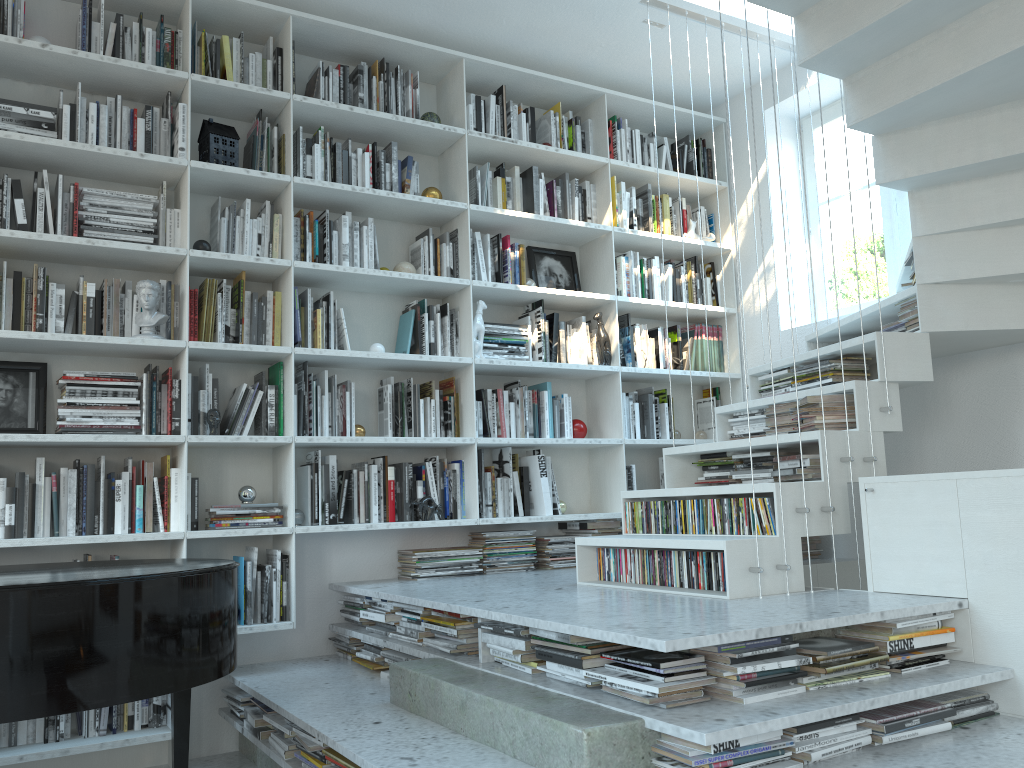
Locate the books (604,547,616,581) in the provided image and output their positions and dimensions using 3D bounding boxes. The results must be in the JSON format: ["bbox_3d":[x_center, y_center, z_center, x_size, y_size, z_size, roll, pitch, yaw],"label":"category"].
[{"bbox_3d":[0.414,0.702,3.467,0.125,0.125,0.007,2,-8,-30],"label":"books"}]

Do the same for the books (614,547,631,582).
[{"bbox_3d":[0.446,0.693,3.413,0.125,0.125,0.008,2,-8,-30],"label":"books"}]

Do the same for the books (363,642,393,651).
[{"bbox_3d":[-0.496,1.047,3.573,0.144,0.009,0.250,2,-9,-26],"label":"books"}]

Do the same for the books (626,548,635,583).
[{"bbox_3d":[0.484,0.683,3.348,0.125,0.125,0.007,2,-8,-30],"label":"books"}]

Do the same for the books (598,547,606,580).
[{"bbox_3d":[0.393,0.708,3.503,0.125,0.125,0.008,2,-8,-30],"label":"books"}]

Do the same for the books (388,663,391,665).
[{"bbox_3d":[-0.341,1.047,3.302,0.161,0.012,0.254,2,-9,-29],"label":"books"}]

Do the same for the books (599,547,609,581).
[{"bbox_3d":[0.397,0.707,3.497,0.125,0.125,0.008,2,-8,-30],"label":"books"}]

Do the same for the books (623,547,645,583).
[{"bbox_3d":[0.476,0.685,3.361,0.125,0.125,0.008,2,-8,-30],"label":"books"}]

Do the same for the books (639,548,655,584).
[{"bbox_3d":[0.523,0.672,3.281,0.125,0.125,0.008,2,-8,-30],"label":"books"}]

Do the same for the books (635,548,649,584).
[{"bbox_3d":[0.511,0.676,3.301,0.125,0.125,0.008,2,-8,-30],"label":"books"}]

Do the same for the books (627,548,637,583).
[{"bbox_3d":[0.488,0.682,3.341,0.125,0.125,0.008,2,-8,-30],"label":"books"}]

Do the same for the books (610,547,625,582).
[{"bbox_3d":[0.434,0.697,3.433,0.125,0.125,0.009,2,-8,-30],"label":"books"}]

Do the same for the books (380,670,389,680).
[{"bbox_3d":[-0.357,1.080,3.287,0.189,0.028,0.202,3,-10,-35],"label":"books"}]

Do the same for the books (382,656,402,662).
[{"bbox_3d":[-0.350,1.019,3.301,0.178,0.009,0.277,2,-9,-29],"label":"books"}]

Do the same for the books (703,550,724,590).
[{"bbox_3d":[0.696,0.625,2.985,0.125,0.125,0.008,2,-8,-30],"label":"books"}]

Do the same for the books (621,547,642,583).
[{"bbox_3d":[0.469,0.687,3.373,0.125,0.125,0.007,2,-8,-30],"label":"books"}]

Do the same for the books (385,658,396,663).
[{"bbox_3d":[-0.345,1.032,3.301,0.156,0.017,0.263,3,-10,-34],"label":"books"}]

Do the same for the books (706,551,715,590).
[{"bbox_3d":[0.702,0.624,2.976,0.125,0.125,0.012,2,-8,-30],"label":"books"}]

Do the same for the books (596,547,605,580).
[{"bbox_3d":[0.389,0.709,3.510,0.125,0.125,0.007,2,-8,-30],"label":"books"}]

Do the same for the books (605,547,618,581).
[{"bbox_3d":[0.418,0.701,3.461,0.125,0.125,0.008,2,-8,-30],"label":"books"}]

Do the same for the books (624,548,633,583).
[{"bbox_3d":[0.480,0.684,3.355,0.125,0.125,0.008,2,-8,-30],"label":"books"}]

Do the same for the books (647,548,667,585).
[{"bbox_3d":[0.546,0.666,3.241,0.125,0.125,0.008,2,-8,-30],"label":"books"}]

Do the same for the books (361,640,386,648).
[{"bbox_3d":[-0.495,1.036,3.576,0.149,0.014,0.228,3,-9,-32],"label":"books"}]

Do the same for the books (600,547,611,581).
[{"bbox_3d":[0.402,0.706,3.489,0.125,0.125,0.010,2,-8,-30],"label":"books"}]

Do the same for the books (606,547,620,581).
[{"bbox_3d":[0.421,0.700,3.455,0.125,0.125,0.008,2,-8,-30],"label":"books"}]

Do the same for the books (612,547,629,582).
[{"bbox_3d":[0.442,0.694,3.419,0.125,0.125,0.007,2,-8,-30],"label":"books"}]

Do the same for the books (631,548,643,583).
[{"bbox_3d":[0.500,0.679,3.321,0.125,0.125,0.007,2,-8,-30],"label":"books"}]

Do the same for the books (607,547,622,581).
[{"bbox_3d":[0.426,0.699,3.448,0.125,0.125,0.010,2,-8,-30],"label":"books"}]

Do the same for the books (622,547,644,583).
[{"bbox_3d":[0.473,0.686,3.367,0.125,0.125,0.007,2,-8,-30],"label":"books"}]

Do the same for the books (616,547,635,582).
[{"bbox_3d":[0.454,0.691,3.400,0.125,0.125,0.008,2,-8,-30],"label":"books"}]

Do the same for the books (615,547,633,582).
[{"bbox_3d":[0.449,0.692,3.407,0.125,0.125,0.008,2,-8,-30],"label":"books"}]

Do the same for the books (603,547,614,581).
[{"bbox_3d":[0.410,0.703,3.474,0.125,0.125,0.007,2,-8,-30],"label":"books"}]

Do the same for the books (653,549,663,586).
[{"bbox_3d":[0.565,0.661,3.209,0.125,0.125,0.007,2,-8,-30],"label":"books"}]

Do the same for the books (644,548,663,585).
[{"bbox_3d":[0.539,0.668,3.254,0.125,0.125,0.008,2,-8,-30],"label":"books"}]

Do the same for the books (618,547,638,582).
[{"bbox_3d":[0.462,0.689,3.386,0.125,0.125,0.008,2,-8,-30],"label":"books"}]

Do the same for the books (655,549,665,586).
[{"bbox_3d":[0.569,0.660,3.202,0.125,0.125,0.007,2,-8,-30],"label":"books"}]

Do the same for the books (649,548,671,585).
[{"bbox_3d":[0.554,0.664,3.228,0.125,0.125,0.007,2,-8,-30],"label":"books"}]

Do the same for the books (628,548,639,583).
[{"bbox_3d":[0.492,0.681,3.334,0.125,0.125,0.009,2,-8,-30],"label":"books"}]

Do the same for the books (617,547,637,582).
[{"bbox_3d":[0.457,0.690,3.393,0.125,0.125,0.008,2,-8,-30],"label":"books"}]

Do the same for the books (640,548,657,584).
[{"bbox_3d":[0.527,0.671,3.275,0.125,0.125,0.008,2,-8,-30],"label":"books"}]

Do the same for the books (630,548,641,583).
[{"bbox_3d":[0.496,0.680,3.327,0.125,0.125,0.007,2,-8,-30],"label":"books"}]

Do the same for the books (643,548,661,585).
[{"bbox_3d":[0.535,0.669,3.261,0.125,0.125,0.009,2,-8,-30],"label":"books"}]

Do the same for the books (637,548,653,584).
[{"bbox_3d":[0.519,0.673,3.288,0.125,0.125,0.008,2,-8,-30],"label":"books"}]

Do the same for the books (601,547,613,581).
[{"bbox_3d":[0.406,0.704,3.481,0.125,0.125,0.009,2,-8,-30],"label":"books"}]

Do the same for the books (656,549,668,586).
[{"bbox_3d":[0.573,0.659,3.196,0.125,0.125,0.010,2,-8,-30],"label":"books"}]

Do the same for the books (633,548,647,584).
[{"bbox_3d":[0.508,0.677,3.308,0.125,0.125,0.009,2,-8,-30],"label":"books"}]

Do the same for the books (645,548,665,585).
[{"bbox_3d":[0.543,0.667,3.247,0.125,0.125,0.007,2,-8,-30],"label":"books"}]

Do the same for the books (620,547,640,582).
[{"bbox_3d":[0.465,0.688,3.380,0.125,0.125,0.007,2,-8,-30],"label":"books"}]

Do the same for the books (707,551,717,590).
[{"bbox_3d":[0.707,0.622,2.967,0.125,0.125,0.010,2,-8,-30],"label":"books"}]

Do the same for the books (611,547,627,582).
[{"bbox_3d":[0.438,0.696,3.427,0.125,0.125,0.009,2,-8,-30],"label":"books"}]

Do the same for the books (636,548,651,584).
[{"bbox_3d":[0.515,0.674,3.295,0.125,0.125,0.007,2,-8,-30],"label":"books"}]

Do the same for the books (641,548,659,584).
[{"bbox_3d":[0.531,0.670,3.267,0.125,0.125,0.008,2,-8,-30],"label":"books"}]

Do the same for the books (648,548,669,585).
[{"bbox_3d":[0.550,0.665,3.235,0.125,0.125,0.009,2,-8,-30],"label":"books"}]

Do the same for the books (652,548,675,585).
[{"bbox_3d":[0.562,0.662,3.216,0.125,0.125,0.007,2,-8,-30],"label":"books"}]

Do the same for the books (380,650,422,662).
[{"bbox_3d":[-0.355,1.006,3.300,0.181,0.017,0.250,3,-9,-33],"label":"books"}]

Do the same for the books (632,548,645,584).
[{"bbox_3d":[0.504,0.678,3.314,0.125,0.125,0.008,2,-8,-30],"label":"books"}]

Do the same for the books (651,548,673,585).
[{"bbox_3d":[0.558,0.663,3.222,0.125,0.125,0.008,2,-8,-30],"label":"books"}]

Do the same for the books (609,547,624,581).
[{"bbox_3d":[0.430,0.698,3.440,0.125,0.125,0.007,2,-8,-30],"label":"books"}]
